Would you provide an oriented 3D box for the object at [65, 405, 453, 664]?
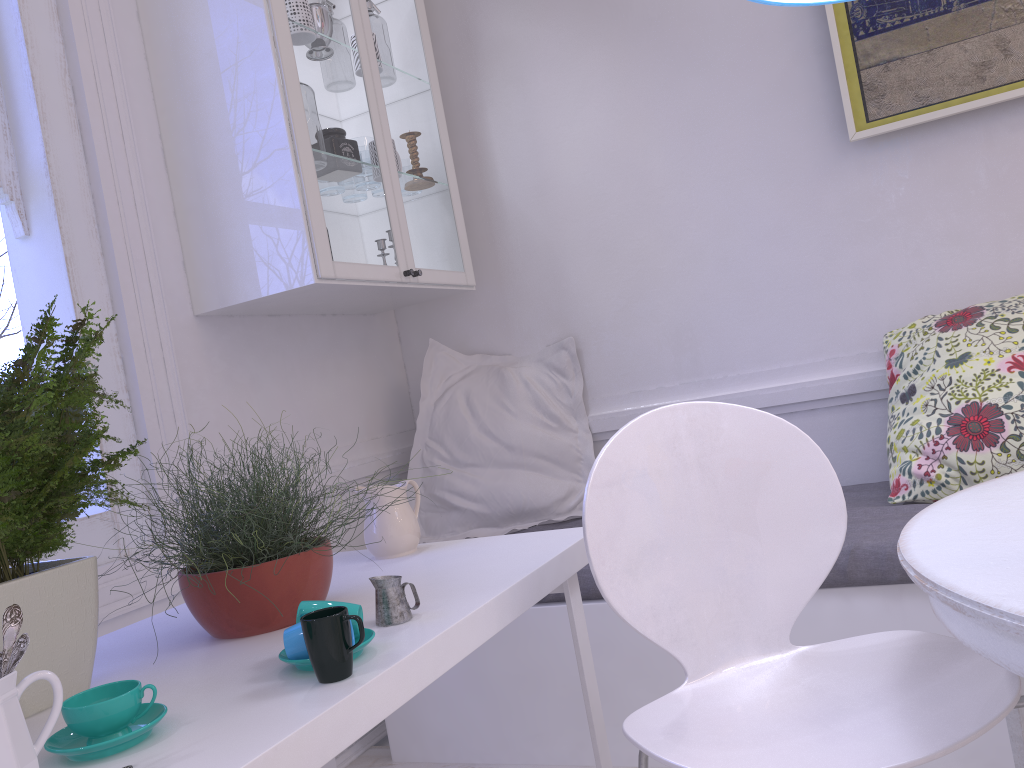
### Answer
[{"bbox_3d":[-0.419,0.214,1.430,0.668,0.367,0.531,-10,0,-40],"label":"object"}]

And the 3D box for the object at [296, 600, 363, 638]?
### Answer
[{"bbox_3d":[-0.236,0.305,1.140,0.082,0.059,0.069,-10,0,3],"label":"object"}]

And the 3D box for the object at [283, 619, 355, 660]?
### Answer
[{"bbox_3d":[-0.239,0.312,1.102,0.080,0.058,0.069,-10,0,-2],"label":"object"}]

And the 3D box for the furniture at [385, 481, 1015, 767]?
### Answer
[{"bbox_3d":[1.235,0.450,1.939,3.296,0.508,0.769,-10,0,25],"label":"furniture"}]

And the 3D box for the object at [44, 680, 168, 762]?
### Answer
[{"bbox_3d":[-0.432,0.356,0.944,0.121,0.055,0.121,-10,0,-24],"label":"object"}]

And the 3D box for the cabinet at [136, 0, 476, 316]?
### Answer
[{"bbox_3d":[-0.561,-0.883,2.519,0.425,1.311,0.823,-10,0,25],"label":"cabinet"}]

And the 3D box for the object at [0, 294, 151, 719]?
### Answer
[{"bbox_3d":[-0.672,0.161,1.147,0.368,0.527,0.438,-10,0,25],"label":"object"}]

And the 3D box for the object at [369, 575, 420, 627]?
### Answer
[{"bbox_3d":[-0.170,0.302,1.261,0.052,0.067,0.066,-10,0,26],"label":"object"}]

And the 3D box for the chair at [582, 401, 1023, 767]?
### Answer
[{"bbox_3d":[0.404,0.432,1.161,0.604,0.845,0.483,-10,0,-19],"label":"chair"}]

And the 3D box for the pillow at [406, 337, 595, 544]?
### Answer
[{"bbox_3d":[-0.056,0.141,2.797,0.677,0.642,0.374,-10,0,-4],"label":"pillow"}]

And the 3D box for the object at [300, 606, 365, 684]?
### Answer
[{"bbox_3d":[-0.208,0.304,1.029,0.055,0.077,0.070,-10,0,-39],"label":"object"}]

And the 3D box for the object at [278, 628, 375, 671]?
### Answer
[{"bbox_3d":[-0.231,0.337,1.117,0.121,0.021,0.121,-10,0,-24],"label":"object"}]

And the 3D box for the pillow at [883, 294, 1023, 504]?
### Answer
[{"bbox_3d":[1.191,0.017,2.089,0.592,0.447,0.509,-10,0,30],"label":"pillow"}]

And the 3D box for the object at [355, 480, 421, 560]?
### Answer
[{"bbox_3d":[-0.252,0.275,1.831,0.115,0.152,0.127,-10,0,8],"label":"object"}]

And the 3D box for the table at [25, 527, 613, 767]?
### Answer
[{"bbox_3d":[-0.413,0.696,1.195,0.736,0.619,1.514,-10,0,25],"label":"table"}]

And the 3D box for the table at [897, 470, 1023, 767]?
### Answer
[{"bbox_3d":[1.065,0.419,0.912,1.140,0.629,1.140,-10,0,-36],"label":"table"}]

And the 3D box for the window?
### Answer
[{"bbox_3d":[-1.325,-0.434,1.541,0.181,1.782,1.234,-10,0,25],"label":"window"}]

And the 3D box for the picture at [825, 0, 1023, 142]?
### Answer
[{"bbox_3d":[1.285,-1.040,2.180,0.971,0.629,0.020,-10,0,25],"label":"picture"}]

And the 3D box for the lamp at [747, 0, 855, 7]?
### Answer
[{"bbox_3d":[0.363,-1.556,1.101,0.568,1.948,0.568,-10,0,-31],"label":"lamp"}]
